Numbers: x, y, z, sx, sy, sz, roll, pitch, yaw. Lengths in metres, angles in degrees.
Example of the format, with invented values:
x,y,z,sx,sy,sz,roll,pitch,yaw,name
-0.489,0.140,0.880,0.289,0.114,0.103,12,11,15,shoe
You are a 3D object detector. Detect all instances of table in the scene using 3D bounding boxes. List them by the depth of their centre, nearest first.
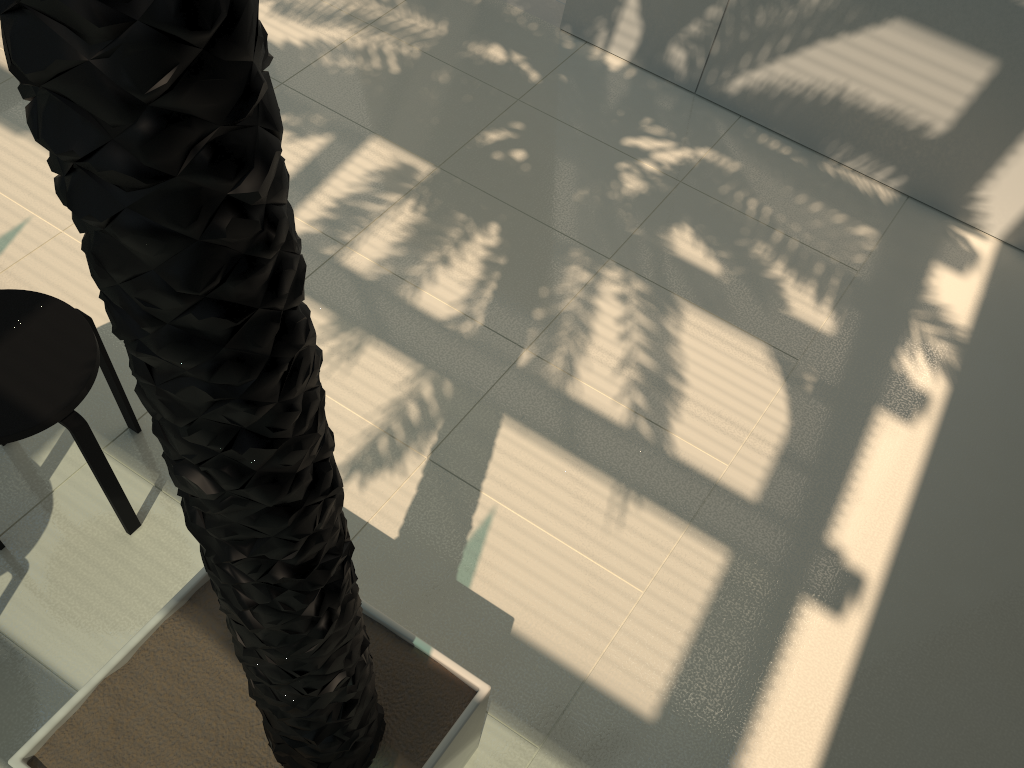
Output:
x,y,z,sx,sy,sz,roll,pitch,yaw,name
-1.833,0.171,3.343,0.679,0.841,0.628,-4,55,-10,table

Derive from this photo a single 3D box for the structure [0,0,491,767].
x,y,z,sx,sy,sz,roll,pitch,yaw,name
-0.311,-0.687,0.092,4.817,7.553,4.108,13,54,3,structure
